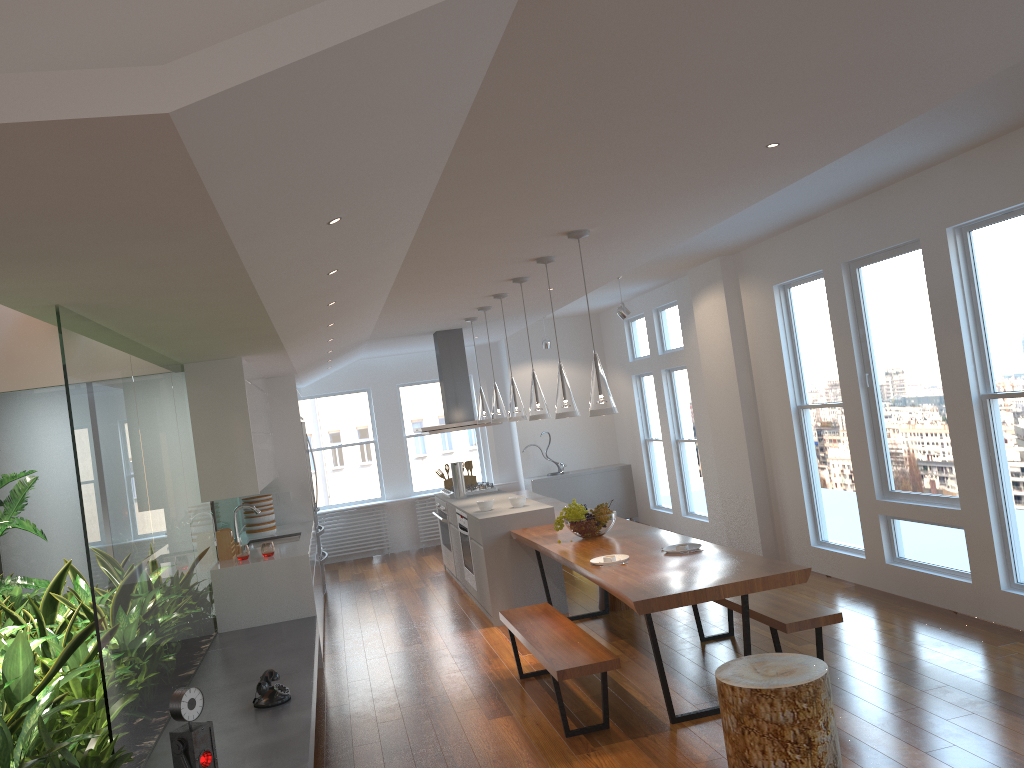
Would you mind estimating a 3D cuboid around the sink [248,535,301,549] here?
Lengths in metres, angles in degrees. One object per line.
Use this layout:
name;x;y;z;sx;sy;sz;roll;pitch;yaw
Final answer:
sink;-1.992;1.438;7.470;0.449;0.192;0.666;-8;-2;-12

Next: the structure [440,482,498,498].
structure;-0.451;1.094;9.204;0.520;0.073;0.650;-8;-2;-12

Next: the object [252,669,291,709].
object;-1.201;1.490;4.350;0.181;0.155;0.216;-9;-2;43

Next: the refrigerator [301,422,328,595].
refrigerator;-2.352;1.316;9.219;0.725;1.772;0.908;-8;-2;-12

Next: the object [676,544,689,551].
object;0.970;0.934;5.054;0.079;0.030;0.070;-9;-2;31

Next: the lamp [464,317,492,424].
lamp;-0.321;-0.160;8.278;0.160;1.060;0.160;-8;-2;15

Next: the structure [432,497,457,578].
structure;-0.431;1.521;9.172;0.649;0.735;0.890;-8;-2;-12

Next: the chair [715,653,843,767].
chair;1.115;1.399;3.723;0.460;0.400;0.460;-8;-2;-2

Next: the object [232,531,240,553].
object;-2.200;1.250;6.959;0.100;0.170;0.173;-8;-2;-10

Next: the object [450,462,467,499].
object;-0.516;0.947;8.730;0.120;0.356;0.172;-9;-2;36

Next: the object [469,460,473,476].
object;-0.443;0.983;9.678;0.057;0.294;0.030;-8;-2;-12

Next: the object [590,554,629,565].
object;0.553;0.997;5.012;0.222;0.020;0.222;-9;-2;28

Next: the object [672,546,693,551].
object;0.972;0.944;5.054;0.124;0.011;0.124;-7;-2;-30

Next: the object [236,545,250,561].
object;-1.967;1.233;6.477;0.094;0.106;0.094;-8;-2;-6

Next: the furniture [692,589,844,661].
furniture;1.399;1.408;5.152;0.316;0.389;1.433;-8;-2;-12

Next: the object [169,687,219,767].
object;-0.895;1.198;2.674;0.318;0.565;0.134;-9;-2;24

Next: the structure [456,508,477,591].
structure;-0.390;1.432;7.742;0.072;0.648;0.644;-8;-2;-12

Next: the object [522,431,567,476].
object;0.422;0.877;11.125;0.590;0.563;0.210;-7;-2;-41

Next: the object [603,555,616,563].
object;0.552;0.991;5.013;0.079;0.030;0.070;-9;-2;41

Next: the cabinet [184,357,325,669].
cabinet;-2.283;1.069;8.487;0.676;2.280;4.565;-8;-2;-12

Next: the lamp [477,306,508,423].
lamp;-0.173;-0.200;7.571;0.160;1.060;0.160;-8;-2;15

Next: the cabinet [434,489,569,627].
cabinet;-0.203;1.491;8.292;0.597;0.832;2.936;-8;-2;-12

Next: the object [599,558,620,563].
object;0.553;1.001;5.012;0.124;0.011;0.124;-8;-2;9

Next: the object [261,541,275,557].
object;-1.782;1.207;6.469;0.094;0.106;0.094;-8;-2;-6

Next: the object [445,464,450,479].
object;-0.689;1.014;9.625;0.055;0.299;0.027;-8;-2;-12

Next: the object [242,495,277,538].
object;-2.284;1.198;8.019;0.267;0.356;0.266;-8;-2;14

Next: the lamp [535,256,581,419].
lamp;0.269;-0.320;5.451;0.160;1.060;0.160;-8;-2;15

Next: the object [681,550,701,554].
object;1.006;0.931;4.953;0.158;0.017;0.019;-7;-2;-17

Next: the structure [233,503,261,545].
structure;-2.213;1.270;7.463;0.248;0.536;0.115;-8;-2;-12

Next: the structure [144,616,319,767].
structure;-2.422;1.920;3.892;3.088;0.386;5.584;-8;-2;-12

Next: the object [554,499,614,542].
object;0.501;0.904;6.019;0.292;0.284;0.394;-9;-2;42

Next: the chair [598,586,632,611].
chair;0.841;1.504;6.950;0.396;0.455;0.402;-7;-2;-22

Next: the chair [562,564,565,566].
chair;0.591;1.606;9.158;0.344;0.430;0.549;-8;-2;-8

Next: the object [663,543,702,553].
object;0.971;0.940;5.054;0.222;0.020;0.222;-7;-2;-20

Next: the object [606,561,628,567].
object;0.567;0.994;4.878;0.149;0.014;0.044;-8;-2;-13

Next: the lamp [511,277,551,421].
lamp;0.121;-0.280;6.158;0.160;1.060;0.160;-8;-2;15

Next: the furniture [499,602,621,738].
furniture;0.243;1.562;4.902;0.316;0.389;1.433;-8;-2;-12

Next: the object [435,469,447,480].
object;-0.722;1.036;9.614;0.199;0.259;0.016;-8;-2;-2

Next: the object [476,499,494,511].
object;-0.217;1.006;7.339;0.152;0.082;0.152;-9;-2;27

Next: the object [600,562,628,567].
object;0.562;1.000;4.911;0.164;0.006;0.017;-8;-2;-7

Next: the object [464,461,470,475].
object;-0.475;0.987;9.653;0.068;0.298;0.039;-8;-2;-12

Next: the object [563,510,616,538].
object;0.537;0.962;6.008;0.360;0.159;0.360;-9;-2;41

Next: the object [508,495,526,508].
object;0.050;0.967;7.270;0.152;0.082;0.152;-9;-2;39

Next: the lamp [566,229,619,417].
lamp;0.416;-0.359;4.744;0.160;1.060;0.160;-8;-2;15

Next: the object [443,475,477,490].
object;-0.561;1.077;9.638;0.353;0.157;0.084;-8;-2;-12

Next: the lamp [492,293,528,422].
lamp;-0.026;-0.240;6.865;0.160;1.060;0.160;-8;-2;15

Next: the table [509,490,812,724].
table;0.414;1.434;6.995;0.893;0.704;5.996;-8;-2;-12

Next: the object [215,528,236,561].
object;-2.167;1.212;6.714;0.104;0.222;0.200;-8;-2;-12

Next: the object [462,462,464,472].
object;-0.536;0.994;9.637;0.057;0.299;0.019;-8;-2;-12

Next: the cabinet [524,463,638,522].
cabinet;0.875;1.468;11.230;1.309;0.725;0.420;-8;-2;-12

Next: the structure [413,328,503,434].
structure;-0.626;-0.225;9.213;0.909;1.405;0.900;-8;-2;-12

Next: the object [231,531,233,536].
object;-2.135;1.217;6.755;0.042;0.192;0.040;-9;-2;38
